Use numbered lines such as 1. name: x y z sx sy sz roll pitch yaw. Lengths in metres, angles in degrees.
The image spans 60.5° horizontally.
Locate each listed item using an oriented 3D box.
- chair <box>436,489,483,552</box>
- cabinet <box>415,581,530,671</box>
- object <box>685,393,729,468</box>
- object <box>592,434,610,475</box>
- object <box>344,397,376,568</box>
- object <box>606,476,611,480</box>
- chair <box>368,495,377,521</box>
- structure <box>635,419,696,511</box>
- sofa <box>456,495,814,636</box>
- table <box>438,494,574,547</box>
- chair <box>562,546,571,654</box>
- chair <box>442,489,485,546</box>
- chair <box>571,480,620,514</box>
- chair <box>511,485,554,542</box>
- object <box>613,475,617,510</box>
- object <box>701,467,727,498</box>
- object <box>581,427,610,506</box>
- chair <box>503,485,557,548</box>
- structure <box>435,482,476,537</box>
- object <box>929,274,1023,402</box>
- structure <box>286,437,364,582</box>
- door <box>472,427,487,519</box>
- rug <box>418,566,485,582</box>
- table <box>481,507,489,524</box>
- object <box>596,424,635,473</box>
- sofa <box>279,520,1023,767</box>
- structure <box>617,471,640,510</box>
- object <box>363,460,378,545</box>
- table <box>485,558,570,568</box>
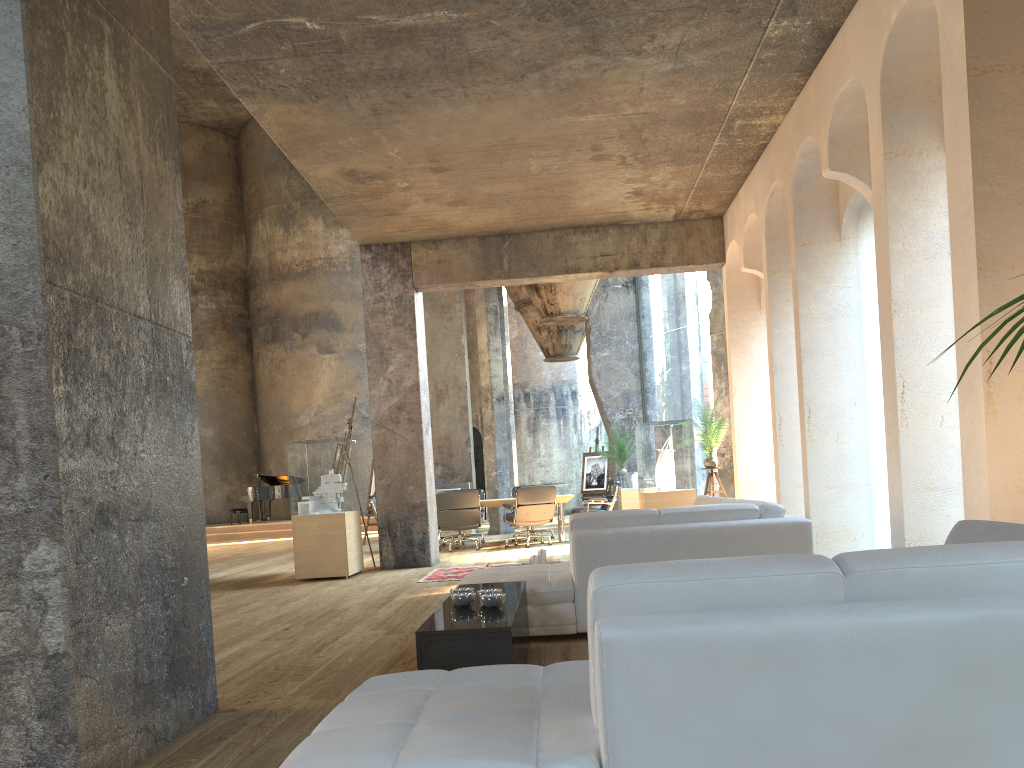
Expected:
1. chair: -0.776 1.996 12.881 0.729 0.891 0.824 -3 -2 -3
2. cabinet: -0.149 1.210 4.142 0.396 0.368 1.567 -4 -6 3
3. object: 2.481 0.593 11.073 0.687 0.939 0.862 -3 -2 -6
4. object: 2.072 1.488 18.615 0.690 0.939 0.858 -4 -2 24
5. object: -2.087 1.241 10.821 0.685 2.146 0.701 -4 0 2
6. object: 2.186 2.430 18.606 0.658 0.972 0.572 -4 -1 -3
7. chair: -1.787 2.151 13.669 0.820 0.892 0.732 -4 -2 -1
8. structure: 1.863 1.244 10.641 0.594 1.547 0.743 -4 0 3
9. sofa: 0.753 1.236 6.402 2.065 0.720 2.940 -4 -6 3
10. table: -0.233 2.137 13.576 2.410 0.699 1.108 -4 -4 3
11. chair: -3.058 1.890 11.234 12.955 1.029 31.624 -4 -7 3
12. chair: -0.801 2.169 14.367 0.730 0.892 0.822 -4 -2 10
13. chair: 1.246 1.939 13.491 0.820 0.892 0.732 -3 -2 -3
14. chair: 0.312 2.092 14.306 0.730 0.891 0.823 -4 -2 4
15. object: 2.134 2.143 16.091 0.573 0.972 0.656 -4 -1 39
16. object: 2.479 1.545 11.089 0.656 0.972 0.573 -3 -1 -33
17. object: 1.913 2.020 19.762 0.704 2.146 0.681 -3 0 32
18. chair: 0.233 1.930 12.858 0.727 0.892 0.826 -3 -3 -23
19. structure: -1.116 2.381 16.567 0.743 1.014 0.736 -4 -2 3
20. object: 1.294 0.003 0.783 1.403 1.811 1.357 -4 -2 9
21. structure: -2.096 1.412 9.934 0.594 1.547 0.743 -4 0 3
22. door: -0.962 2.495 24.657 0.110 2.630 0.906 -5 1 -45
23. rug: 0.313 1.955 9.314 2.463 0.009 1.351 -4 -7 3
24. table: -0.082 2.921 19.799 1.871 0.546 0.944 -4 -5 3
25. object: 1.924 1.215 16.160 0.859 0.939 0.689 -4 -2 6
26. sofa: 0.536 0.767 2.204 2.068 0.720 1.075 -4 -4 3
27. structure: 2.221 1.999 15.075 0.735 1.014 0.745 -4 -2 3
28. object: -2.285 1.841 15.917 0.704 2.146 0.681 -3 1 35
29. table: 0.220 1.631 7.442 0.860 0.246 0.371 -4 -4 3
